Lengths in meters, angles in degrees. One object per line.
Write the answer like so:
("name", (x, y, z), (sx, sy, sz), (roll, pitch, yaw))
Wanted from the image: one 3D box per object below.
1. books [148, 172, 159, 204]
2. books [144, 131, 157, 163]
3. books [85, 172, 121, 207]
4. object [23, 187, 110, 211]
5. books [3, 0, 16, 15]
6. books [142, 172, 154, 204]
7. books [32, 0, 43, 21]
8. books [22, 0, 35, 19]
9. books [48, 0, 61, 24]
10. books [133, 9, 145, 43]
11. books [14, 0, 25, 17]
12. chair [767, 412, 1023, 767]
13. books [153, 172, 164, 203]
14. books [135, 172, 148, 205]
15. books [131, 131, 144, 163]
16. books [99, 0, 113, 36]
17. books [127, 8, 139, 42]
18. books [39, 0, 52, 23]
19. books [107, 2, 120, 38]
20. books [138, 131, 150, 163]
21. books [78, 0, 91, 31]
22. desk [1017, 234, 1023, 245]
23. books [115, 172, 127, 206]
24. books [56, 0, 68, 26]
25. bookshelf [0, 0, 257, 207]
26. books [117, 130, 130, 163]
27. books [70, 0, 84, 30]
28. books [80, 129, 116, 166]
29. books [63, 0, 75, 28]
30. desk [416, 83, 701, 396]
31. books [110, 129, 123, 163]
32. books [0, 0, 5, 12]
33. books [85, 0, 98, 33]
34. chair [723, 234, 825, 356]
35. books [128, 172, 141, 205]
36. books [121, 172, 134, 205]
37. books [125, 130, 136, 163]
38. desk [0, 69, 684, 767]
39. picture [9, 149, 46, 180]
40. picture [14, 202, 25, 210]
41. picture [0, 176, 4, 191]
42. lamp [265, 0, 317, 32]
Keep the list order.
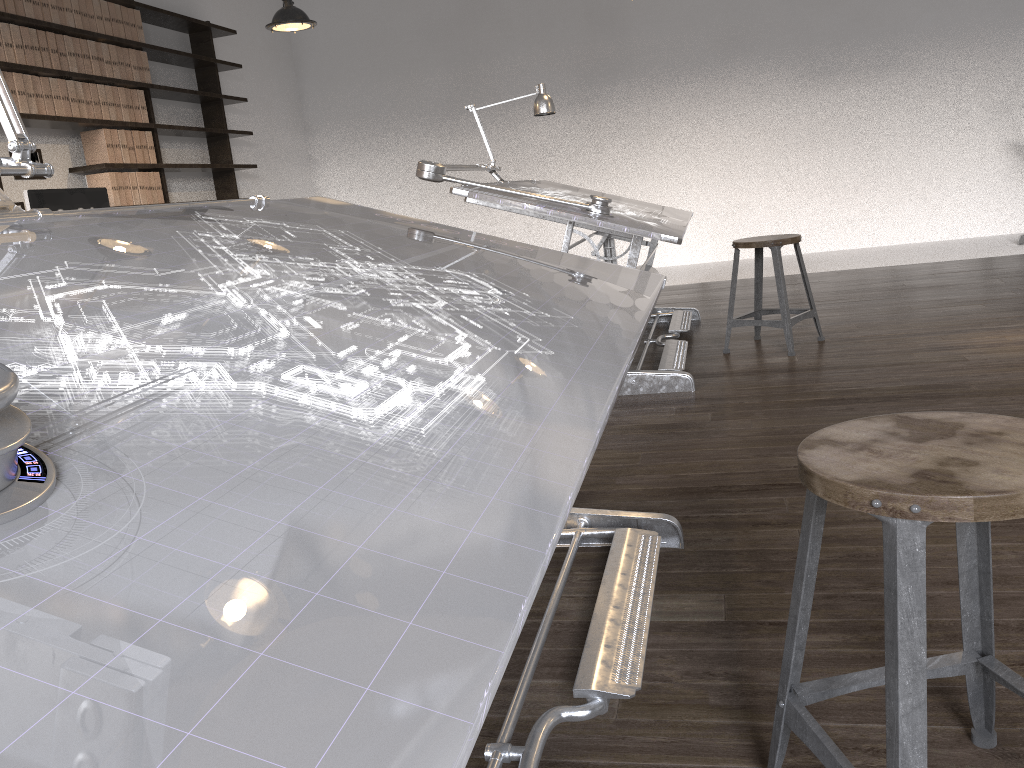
("books", (-2.550, -1.339, 6.109), (0.174, 0.223, 0.067), (-4, 10, 14))
("books", (-2.568, -1.621, 6.125), (0.174, 0.223, 0.067), (-4, 10, 14))
("books", (-2.636, -1.243, 5.713), (0.174, 0.224, 0.067), (-4, 10, 14))
("object", (-2.510, -0.848, 5.042), (0.204, 0.513, 0.649), (-4, 11, 14))
("books", (-2.893, -2.170, 4.959), (0.174, 0.224, 0.067), (-4, 10, 14))
("books", (-2.559, -1.325, 6.047), (0.174, 0.224, 0.067), (-4, 10, 14))
("books", (-2.851, -2.220, 5.169), (0.174, 0.224, 0.067), (-4, 10, 14))
("books", (-2.863, -2.204, 5.100), (0.174, 0.224, 0.067), (-4, 10, 14))
("books", (-2.816, -2.253, 5.300), (0.174, 0.224, 0.067), (-4, 10, 14))
("books", (-2.638, -2.448, 6.101), (0.174, 0.224, 0.067), (-4, 10, 14))
("books", (-2.883, -2.187, 5.033), (0.174, 0.224, 0.067), (-4, 10, 14))
("chair", (0.525, 0.330, 1.072), (0.372, 0.523, 0.361), (-8, 10, -8))
("books", (-2.536, -1.356, 6.176), (0.174, 0.224, 0.067), (-4, 10, 14))
("books", (-2.574, -1.309, 5.983), (0.174, 0.224, 0.067), (-4, 10, 14))
("books", (-2.598, -1.587, 5.981), (0.174, 0.224, 0.067), (-4, 10, 14))
("books", (-2.711, -2.366, 5.764), (0.174, 0.224, 0.067), (-4, 10, 14))
("books", (-2.657, -2.431, 6.035), (0.174, 0.224, 0.067), (-4, 10, 14))
("books", (-2.836, -2.237, 5.237), (0.174, 0.224, 0.067), (-4, 10, 14))
("books", (-2.695, -2.383, 5.834), (0.174, 0.224, 0.067), (-4, 10, 14))
("books", (-2.587, -1.603, 6.053), (0.174, 0.223, 0.067), (-4, 10, 14))
("books", (-2.762, -2.316, 5.562), (0.174, 0.224, 0.067), (-4, 10, 14))
("desk", (4.142, -1.592, 5.910), (1.075, 1.375, 2.090), (-4, 12, 14))
("books", (-2.625, -1.259, 5.781), (0.174, 0.224, 0.067), (-4, 10, 14))
("books", (-2.806, -2.268, 5.365), (0.174, 0.223, 0.067), (-4, 10, 14))
("bookshelf", (-3.267, -0.322, 3.208), (0.373, 3.178, 9.271), (-4, 12, 14))
("books", (-2.630, -1.552, 5.841), (0.174, 0.224, 0.067), (-4, 10, 14))
("books", (-2.773, -2.300, 5.494), (0.174, 0.224, 0.067), (-4, 10, 14))
("books", (-2.665, -1.519, 5.706), (0.174, 0.224, 0.067), (-4, 10, 14))
("books", (-2.791, -2.283, 5.425), (0.174, 0.223, 0.067), (-4, 10, 14))
("desk", (0.327, -0.811, 4.391), (1.075, 1.375, 2.090), (-4, 12, 14))
("books", (-2.649, -1.535, 5.774), (0.174, 0.224, 0.067), (-4, 10, 14))
("books", (-2.915, -2.152, 4.890), (0.174, 0.223, 0.067), (-4, 10, 14))
("books", (-2.748, -2.332, 5.630), (0.174, 0.224, 0.067), (-4, 10, 14))
("chair", (1.216, -0.424, 4.173), (0.359, 0.523, 0.374), (2, 14, 41))
("books", (-2.593, -1.292, 5.915), (0.174, 0.224, 0.067), (-4, 10, 14))
("books", (-2.612, -1.276, 5.849), (0.174, 0.224, 0.067), (-4, 10, 14))
("books", (-2.619, -1.569, 5.910), (0.174, 0.224, 0.067), (-4, 10, 14))
("desk", (-0.398, -0.028, 1.177), (1.075, 1.374, 2.303), (-4, 12, 14))
("picture", (-2.912, -1.320, 5.319), (0.023, 0.182, 0.253), (-4, 11, 14))
("picture", (-2.925, -0.962, 5.153), (0.023, 0.182, 0.253), (-4, 11, 14))
("picture", (-2.984, -1.222, 5.002), (0.022, 0.282, 0.203), (-5, 11, 13))
("lamp", (-1.486, -3.288, 5.265), (0.313, 2.234, 0.313), (1, 12, 38))
